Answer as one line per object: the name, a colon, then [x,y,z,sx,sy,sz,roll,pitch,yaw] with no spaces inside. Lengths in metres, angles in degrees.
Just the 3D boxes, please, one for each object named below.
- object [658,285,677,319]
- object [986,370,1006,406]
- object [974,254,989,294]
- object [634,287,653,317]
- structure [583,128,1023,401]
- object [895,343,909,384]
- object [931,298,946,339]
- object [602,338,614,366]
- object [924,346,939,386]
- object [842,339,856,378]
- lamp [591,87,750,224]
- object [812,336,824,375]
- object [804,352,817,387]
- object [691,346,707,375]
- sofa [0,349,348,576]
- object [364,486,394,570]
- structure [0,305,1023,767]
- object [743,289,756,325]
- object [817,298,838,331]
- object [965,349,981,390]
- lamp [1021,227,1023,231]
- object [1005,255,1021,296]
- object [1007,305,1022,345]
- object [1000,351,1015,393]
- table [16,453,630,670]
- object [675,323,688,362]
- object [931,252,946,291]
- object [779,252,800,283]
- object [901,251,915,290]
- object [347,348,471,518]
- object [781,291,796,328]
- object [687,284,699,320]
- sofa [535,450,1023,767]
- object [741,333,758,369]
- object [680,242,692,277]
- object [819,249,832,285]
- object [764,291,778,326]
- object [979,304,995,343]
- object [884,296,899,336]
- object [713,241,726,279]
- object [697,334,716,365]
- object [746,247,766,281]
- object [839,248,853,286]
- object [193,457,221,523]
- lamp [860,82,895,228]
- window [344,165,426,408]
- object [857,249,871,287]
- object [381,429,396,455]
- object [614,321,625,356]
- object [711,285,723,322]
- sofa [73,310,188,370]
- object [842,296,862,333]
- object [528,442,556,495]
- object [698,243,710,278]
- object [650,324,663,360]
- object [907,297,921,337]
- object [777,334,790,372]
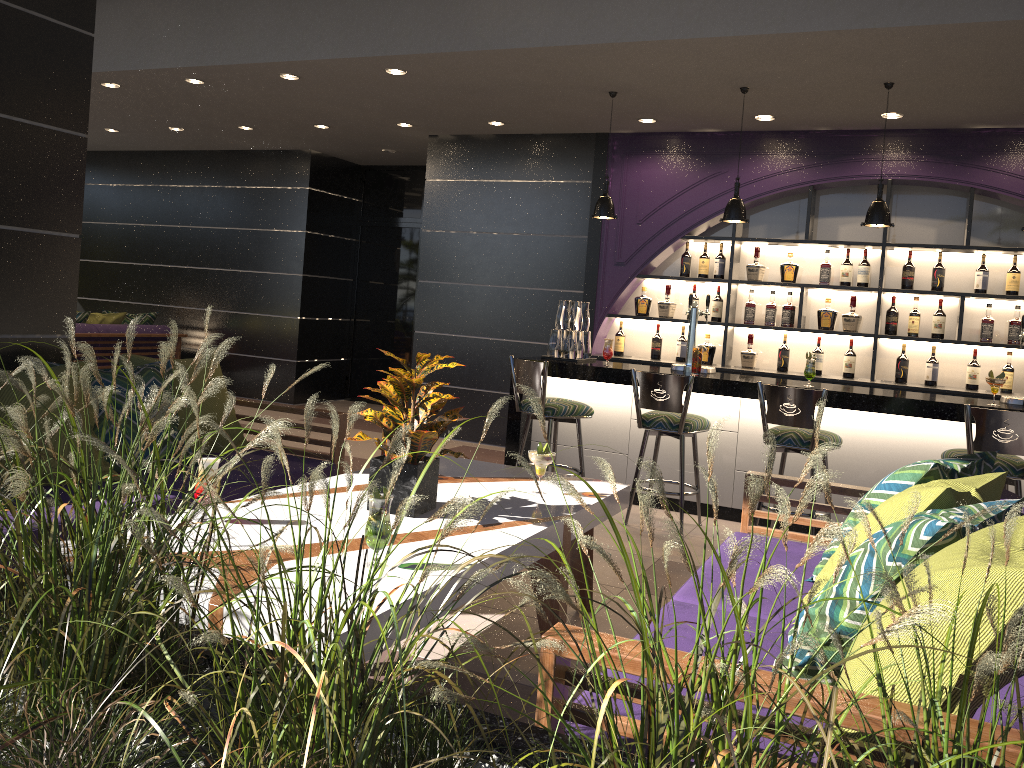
object: [1.285,-0.683,7.325,0.124,0.279,0.123,6,3,38]
object: [2.703,0.021,4.954,0.105,0.197,0.106,3,3,-38]
object: [3.402,-0.801,6.404,0.087,0.315,0.104,5,2,29]
object: [1.098,-0.688,7.398,0.151,0.247,0.094,5,2,13]
structure: [2.720,-0.502,6.579,4.638,2.756,0.530,6,2,24]
object: [2.899,-0.154,6.569,0.086,0.297,0.086,4,2,-17]
object: [3.134,-0.478,6.492,0.086,0.298,0.086,4,2,-17]
object: [0.639,-0.210,5.895,0.069,0.181,0.069,4,2,-4]
object: [3.088,-0.142,6.501,0.087,0.315,0.104,5,2,29]
object: [2.571,-0.194,6.733,0.086,0.298,0.086,4,2,-17]
lamp: [1.068,-1.521,5.896,1.083,0.863,0.192,6,2,24]
object: [2.352,-0.217,6.809,0.086,0.297,0.086,4,2,-17]
object: [1.807,-0.090,5.363,0.069,0.211,0.069,5,2,7]
object: [1.187,-0.151,5.641,0.066,0.189,0.085,3,3,-41]
sofa: [-1.723,0.348,3.525,1.121,0.917,2.128,6,5,24]
object: [-0.342,0.362,2.268,0.069,0.211,0.069,5,2,7]
structure: [1.571,-0.542,3.918,24.770,3.116,7.824,7,5,24]
object: [1.900,-0.615,7.058,0.083,0.281,0.083,5,2,9]
object: [2.420,-0.534,6.795,0.152,0.247,0.094,6,2,26]
object: [3.337,-0.106,6.397,0.086,0.298,0.086,4,2,-17]
lamp: [3.027,-1.294,5.003,0.162,0.863,0.163,4,2,-23]
object: [3.583,-0.772,6.323,0.086,0.298,0.086,4,2,-17]
object: [3.588,-0.420,6.300,0.083,0.281,0.083,6,2,44]
object: [3.554,-0.085,6.342,0.080,0.299,0.080,5,2,27]
table: [-0.383,0.687,2.906,0.943,0.552,2.038,6,5,24]
object: [1.396,-0.338,7.272,0.087,0.315,0.104,5,2,29]
object: [3.144,-0.823,6.520,0.086,0.297,0.086,4,2,-17]
object: [2.180,-0.909,6.955,0.151,0.247,0.094,5,2,13]
object: [2.960,-0.846,6.604,0.086,0.298,0.086,4,2,-17]
object: [-0.333,0.151,2.889,0.426,0.525,0.430,6,4,36]
object: [2.172,-0.584,6.945,0.083,0.281,0.083,6,2,44]
object: [1.478,-0.667,7.211,0.086,0.297,0.086,4,2,-17]
sofa: [0.951,0.659,2.306,1.121,0.917,2.128,6,5,24]
object: [1.892,-0.262,7.045,0.123,0.279,0.123,5,2,25]
object: [1.436,-1.022,7.298,0.086,0.297,0.086,4,2,-17]
object: [2.428,-0.898,6.843,0.083,0.281,0.083,5,2,24]
object: [2.057,-0.600,7.018,0.083,0.281,0.083,5,2,24]
object: [3.434,-0.440,6.391,0.083,0.281,0.083,5,2,24]
object: [2.845,-0.511,6.619,0.086,0.298,0.086,4,2,-17]
object: [1.682,-0.998,7.159,0.087,0.315,0.104,5,2,29]
object: [1.579,-0.282,7.183,0.152,0.247,0.094,6,2,35]
object: [1.944,-0.951,7.048,0.124,0.279,0.123,6,3,38]
object: [2.576,-0.893,6.810,0.086,0.298,0.086,4,2,-17]
object: [-0.888,0.309,2.576,0.069,0.181,0.069,5,2,7]
lamp: [2.248,-1.384,5.358,0.162,0.863,0.163,4,2,-23]
window: [-1.043,-1.087,9.997,1.830,2.757,0.108,6,2,24]
object: [2.680,-0.878,6.736,0.086,0.297,0.086,4,2,-17]
object: [-0.466,0.263,3.417,0.084,0.189,0.067,3,3,-41]
object: [0.915,-0.385,7.489,0.086,0.298,0.086,4,2,-17]
object: [1.661,-0.648,7.151,0.086,0.298,0.086,4,2,-17]
sofa: [-4.521,-0.340,8.982,1.121,0.917,2.128,6,5,24]
object: [2.587,-0.532,6.731,0.124,0.279,0.123,6,3,38]
object: [0.108,0.313,3.318,0.105,0.197,0.106,3,3,-38]
object: [1.574,-1.005,7.239,0.086,0.298,0.086,4,2,-17]
object: [1.205,-0.353,7.356,0.086,0.298,0.086,4,2,-17]
object: [2.995,-0.499,6.581,0.080,0.299,0.080,5,2,27]
object: [2.125,-0.244,6.918,0.086,0.297,0.086,4,2,-17]
